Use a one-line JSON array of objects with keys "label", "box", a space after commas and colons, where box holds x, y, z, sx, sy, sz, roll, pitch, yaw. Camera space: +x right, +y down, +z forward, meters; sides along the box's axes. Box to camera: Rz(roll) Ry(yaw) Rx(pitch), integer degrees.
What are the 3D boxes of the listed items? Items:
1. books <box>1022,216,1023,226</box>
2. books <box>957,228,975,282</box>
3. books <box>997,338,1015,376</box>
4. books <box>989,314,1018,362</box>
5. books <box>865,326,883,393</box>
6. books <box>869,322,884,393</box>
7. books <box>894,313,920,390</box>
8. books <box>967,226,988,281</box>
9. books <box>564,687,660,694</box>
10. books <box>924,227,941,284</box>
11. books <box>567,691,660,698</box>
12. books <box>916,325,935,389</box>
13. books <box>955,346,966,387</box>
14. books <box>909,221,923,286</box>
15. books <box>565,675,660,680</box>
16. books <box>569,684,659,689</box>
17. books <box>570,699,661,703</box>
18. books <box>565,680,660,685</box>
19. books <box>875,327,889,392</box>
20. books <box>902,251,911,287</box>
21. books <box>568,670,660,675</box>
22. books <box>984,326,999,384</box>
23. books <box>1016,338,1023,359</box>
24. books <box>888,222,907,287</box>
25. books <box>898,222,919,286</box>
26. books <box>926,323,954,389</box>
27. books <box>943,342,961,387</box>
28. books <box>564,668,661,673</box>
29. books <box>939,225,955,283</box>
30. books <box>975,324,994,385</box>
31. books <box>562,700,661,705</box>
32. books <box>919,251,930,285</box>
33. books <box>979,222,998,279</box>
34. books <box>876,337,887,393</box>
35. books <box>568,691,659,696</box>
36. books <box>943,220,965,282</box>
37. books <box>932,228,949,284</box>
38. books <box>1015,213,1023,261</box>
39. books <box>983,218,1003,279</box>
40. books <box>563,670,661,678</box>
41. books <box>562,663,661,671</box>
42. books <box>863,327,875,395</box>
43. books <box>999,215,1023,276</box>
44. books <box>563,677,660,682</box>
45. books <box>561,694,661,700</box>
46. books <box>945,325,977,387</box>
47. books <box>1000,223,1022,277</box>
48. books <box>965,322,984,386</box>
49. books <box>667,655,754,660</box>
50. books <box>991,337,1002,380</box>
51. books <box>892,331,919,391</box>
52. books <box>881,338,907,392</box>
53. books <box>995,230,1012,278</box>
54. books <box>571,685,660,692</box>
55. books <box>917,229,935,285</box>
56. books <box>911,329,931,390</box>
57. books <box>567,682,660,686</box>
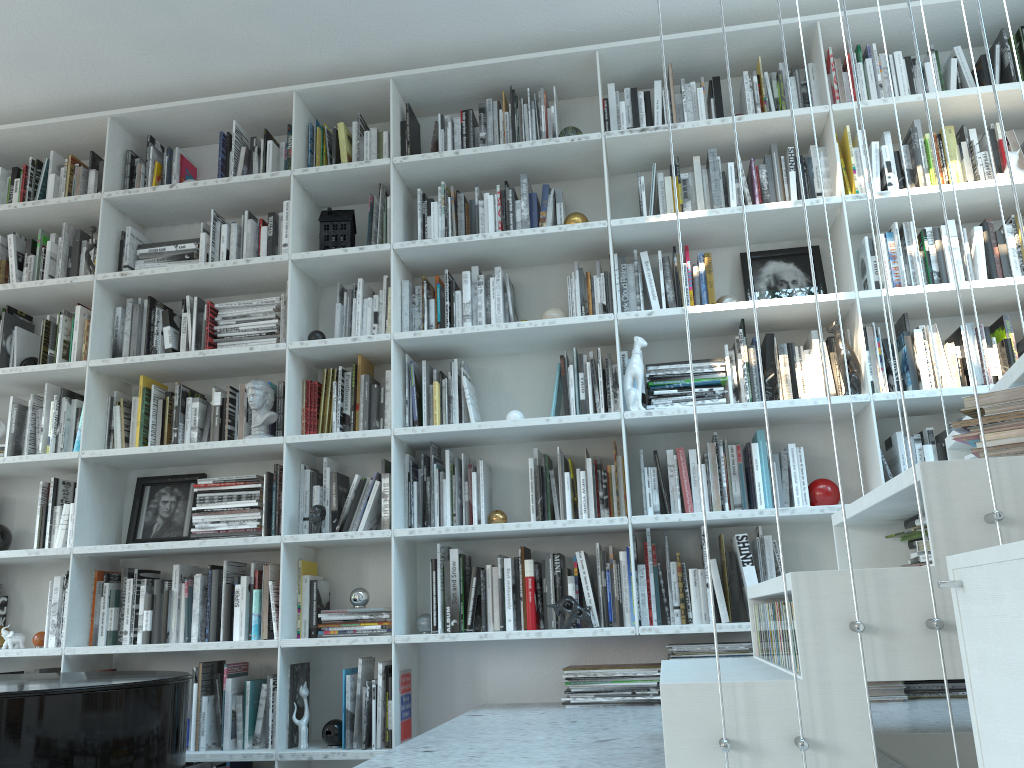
[{"label": "books", "box": [1.855, -0.452, 3.220, 0.028, 0.267, 0.174, -4, -15, 9]}, {"label": "books", "box": [1.661, -0.424, 3.267, 0.012, 0.253, 0.161, -4, -15, 9]}, {"label": "books", "box": [1.727, -0.047, 3.125, 0.024, 0.180, 0.191, -4, -15, 9]}, {"label": "books", "box": [1.755, -0.088, 3.160, 0.026, 0.277, 0.170, -4, -15, 9]}, {"label": "books", "box": [1.298, -0.055, 3.218, 0.025, 0.276, 0.161, -4, -15, 9]}, {"label": "books", "box": [1.317, -0.060, 3.232, 0.010, 0.292, 0.164, -4, -15, 9]}, {"label": "books", "box": [1.434, -0.084, 3.218, 0.012, 0.321, 0.142, -4, -15, 9]}, {"label": "books", "box": [1.686, -0.427, 3.242, 0.045, 0.244, 0.177, -4, -15, 9]}, {"label": "books", "box": [0.363, 1.071, 3.113, 0.345, 0.007, 0.194, -4, -15, 7]}, {"label": "books", "box": [1.538, -0.425, 3.281, 0.025, 0.270, 0.153, -4, -15, 9]}, {"label": "books", "box": [0.361, 1.084, 3.105, 0.308, 0.008, 0.195, -6, -15, 13]}, {"label": "books", "box": [1.477, -0.062, 3.197, 0.022, 0.264, 0.157, -4, -15, 9]}, {"label": "books", "box": [1.583, -0.028, 3.180, 0.030, 0.183, 0.137, -4, -15, 9]}, {"label": "books", "box": [1.479, -0.433, 3.283, 0.012, 0.292, 0.166, -4, -15, 9]}, {"label": "books", "box": [0.363, 1.025, 3.116, 0.345, 0.007, 0.194, -3, -15, 4]}, {"label": "books", "box": [0.363, 1.058, 3.122, 0.308, 0.008, 0.195, -5, -15, 9]}, {"label": "books", "box": [0.362, 1.099, 3.101, 0.308, 0.008, 0.195, -3, -15, 5]}, {"label": "books", "box": [0.364, 1.041, 3.118, 0.345, 0.007, 0.194, -4, -15, 6]}, {"label": "books", "box": [1.339, -0.053, 3.236, 0.010, 0.278, 0.148, -4, -15, 9]}, {"label": "books", "box": [1.443, -0.377, 3.294, 0.028, 0.191, 0.137, -4, -15, 9]}, {"label": "books", "box": [0.363, 1.013, 3.128, 0.308, 0.008, 0.195, -5, -15, 11]}, {"label": "books", "box": [1.694, -0.067, 3.175, 0.025, 0.248, 0.134, -4, -15, 9]}, {"label": "books", "box": [1.811, -0.063, 3.132, 0.088, 0.216, 0.167, -4, -15, 9]}, {"label": "books", "box": [1.415, -0.428, 3.278, 0.014, 0.285, 0.186, -4, -15, 9]}, {"label": "books", "box": [1.464, -0.431, 3.297, 0.022, 0.296, 0.162, -4, -15, 9]}, {"label": "books", "box": [1.513, -0.066, 3.178, 0.056, 0.260, 0.177, -4, -15, 9]}, {"label": "books", "box": [1.553, -0.034, 3.164, 0.023, 0.188, 0.170, -4, -15, 9]}, {"label": "books", "box": [0.363, 1.006, 3.130, 0.345, 0.007, 0.194, -4, -15, 7]}, {"label": "books", "box": [1.584, -0.427, 3.261, 0.022, 0.262, 0.173, -4, -15, 9]}, {"label": "books", "box": [1.675, -0.069, 3.176, 0.012, 0.253, 0.161, -4, -15, 9]}, {"label": "books", "box": [0.362, 1.106, 3.099, 0.346, 0.007, 0.194, -6, -15, 13]}, {"label": "books", "box": [1.503, -0.376, 3.280, 0.027, 0.179, 0.157, -4, -15, 9]}, {"label": "books", "box": [1.720, -0.435, 3.244, 0.023, 0.257, 0.184, -4, -15, 9]}, {"label": "books", "box": [1.328, -0.035, 3.224, 0.010, 0.238, 0.148, -4, -15, 9]}, {"label": "books", "box": [0.362, 1.078, 3.112, 0.308, 0.008, 0.195, -5, -15, 11]}, {"label": "books", "box": [1.610, -0.438, 3.264, 0.030, 0.283, 0.166, -4, -15, 9]}, {"label": "books", "box": [1.561, -0.423, 3.266, 0.024, 0.258, 0.157, -4, -15, 9]}, {"label": "books", "box": [1.835, -0.454, 3.226, 0.013, 0.276, 0.188, -4, -15, 9]}, {"label": "books", "box": [1.756, -0.449, 3.262, 0.024, 0.291, 0.132, -4, -15, 9]}, {"label": "books", "box": [0.364, 1.020, 3.126, 0.346, 0.007, 0.194, -5, -15, 11]}, {"label": "books", "box": [0.363, 0.999, 3.132, 0.346, 0.007, 0.194, -5, -15, 11]}, {"label": "books", "box": [1.273, -0.051, 3.223, 0.026, 0.272, 0.158, -4, -15, 9]}, {"label": "books", "box": [1.823, -0.455, 3.232, 0.012, 0.282, 0.152, -4, -15, 9]}, {"label": "books", "box": [0.364, 1.034, 3.122, 0.346, 0.007, 0.194, -5, -15, 11]}, {"label": "books", "box": [0.361, 1.091, 3.100, 0.346, 0.007, 0.194, -6, -15, 13]}, {"label": "books", "box": [1.604, -0.065, 3.168, 0.022, 0.246, 0.181, -4, -15, 9]}, {"label": "books", "box": [1.807, -0.436, 3.240, 0.025, 0.252, 0.160, -4, -15, 9]}, {"label": "books", "box": [1.631, -0.070, 3.176, 0.029, 0.258, 0.172, -4, -15, 9]}, {"label": "books", "box": [0.686, 0.950, 3.082, 0.285, 0.005, 0.160, -3, -15, 5]}, {"label": "books", "box": [1.715, -0.048, 3.170, 0.014, 0.206, 0.138, -4, -15, 9]}, {"label": "books", "box": [1.416, -0.049, 3.193, 0.022, 0.242, 0.171, -4, -15, 9]}, {"label": "books", "box": [1.377, -0.035, 3.225, 0.066, 0.236, 0.144, -4, -15, 9]}, {"label": "books", "box": [1.782, -0.424, 3.252, 0.028, 0.236, 0.146, -4, -15, 9]}, {"label": "books", "box": [0.361, 1.062, 3.108, 0.308, 0.008, 0.195, -3, -15, 4]}, {"label": "books", "box": [1.518, -0.420, 3.274, 0.013, 0.259, 0.158, -4, -15, 9]}, {"label": "books", "box": [1.452, -0.053, 3.187, 0.026, 0.245, 0.181, -4, -15, 9]}, {"label": "books", "box": [0.364, 1.047, 3.111, 0.308, 0.008, 0.195, -6, -15, 13]}]
